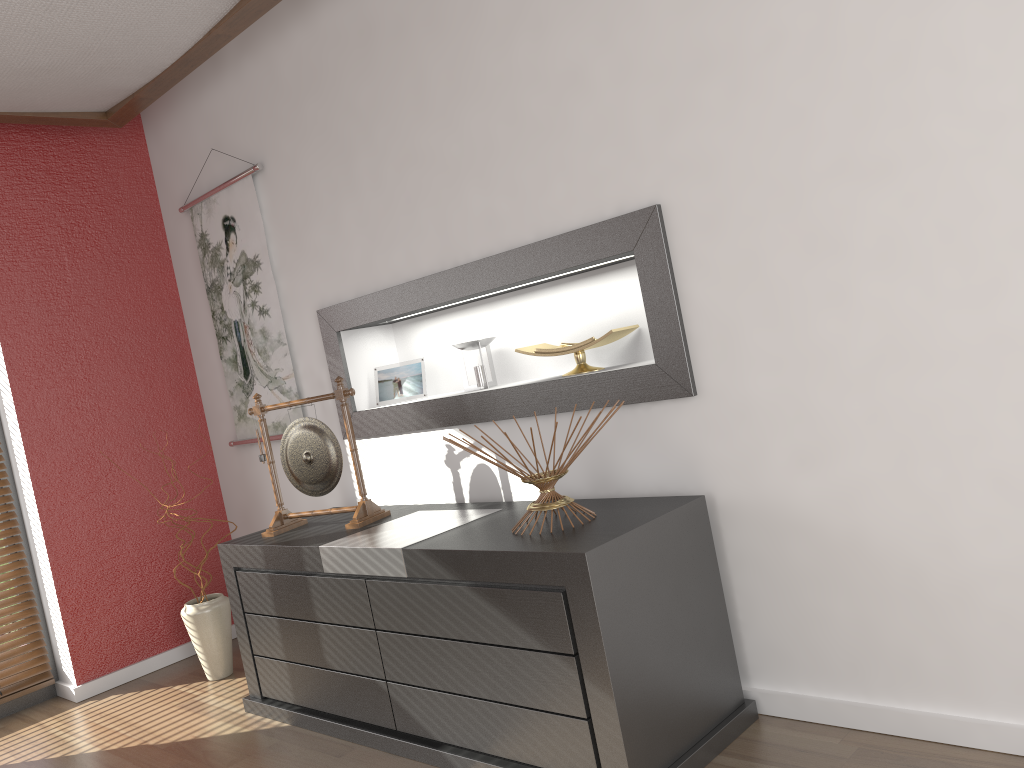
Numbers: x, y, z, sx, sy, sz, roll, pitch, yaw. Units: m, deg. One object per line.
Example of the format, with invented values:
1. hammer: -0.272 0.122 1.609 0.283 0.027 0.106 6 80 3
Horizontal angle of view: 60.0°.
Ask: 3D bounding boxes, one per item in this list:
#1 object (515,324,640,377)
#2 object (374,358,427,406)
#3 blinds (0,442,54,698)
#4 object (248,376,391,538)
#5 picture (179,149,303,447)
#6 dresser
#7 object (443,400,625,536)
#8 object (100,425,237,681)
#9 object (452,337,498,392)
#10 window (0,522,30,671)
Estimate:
1. object: 0.210 -0.089 2.749 0.350 0.116 0.181 -10 3 34
2. object: -0.423 -0.007 3.346 0.226 0.146 0.041 -10 2 24
3. blinds: -3.796 0.691 2.015 0.032 1.952 4.840 -9 3 44
4. object: -0.688 0.246 3.037 0.490 0.498 0.173 -10 2 29
5. picture: -1.157 -0.375 3.782 0.701 1.270 0.028 -9 3 44
6. dresser: -0.211 0.723 2.726 1.740 0.608 0.540 -9 3 44
7. object: 0.082 0.228 2.319 0.481 0.282 0.481 -11 2 10
8. object: -1.335 0.698 3.574 0.364 1.035 0.422 -11 2 20
9. object: -0.115 -0.066 3.087 0.159 0.171 0.159 -11 2 3
10. window: -2.525 0.344 3.458 0.020 1.893 0.889 -9 3 44
